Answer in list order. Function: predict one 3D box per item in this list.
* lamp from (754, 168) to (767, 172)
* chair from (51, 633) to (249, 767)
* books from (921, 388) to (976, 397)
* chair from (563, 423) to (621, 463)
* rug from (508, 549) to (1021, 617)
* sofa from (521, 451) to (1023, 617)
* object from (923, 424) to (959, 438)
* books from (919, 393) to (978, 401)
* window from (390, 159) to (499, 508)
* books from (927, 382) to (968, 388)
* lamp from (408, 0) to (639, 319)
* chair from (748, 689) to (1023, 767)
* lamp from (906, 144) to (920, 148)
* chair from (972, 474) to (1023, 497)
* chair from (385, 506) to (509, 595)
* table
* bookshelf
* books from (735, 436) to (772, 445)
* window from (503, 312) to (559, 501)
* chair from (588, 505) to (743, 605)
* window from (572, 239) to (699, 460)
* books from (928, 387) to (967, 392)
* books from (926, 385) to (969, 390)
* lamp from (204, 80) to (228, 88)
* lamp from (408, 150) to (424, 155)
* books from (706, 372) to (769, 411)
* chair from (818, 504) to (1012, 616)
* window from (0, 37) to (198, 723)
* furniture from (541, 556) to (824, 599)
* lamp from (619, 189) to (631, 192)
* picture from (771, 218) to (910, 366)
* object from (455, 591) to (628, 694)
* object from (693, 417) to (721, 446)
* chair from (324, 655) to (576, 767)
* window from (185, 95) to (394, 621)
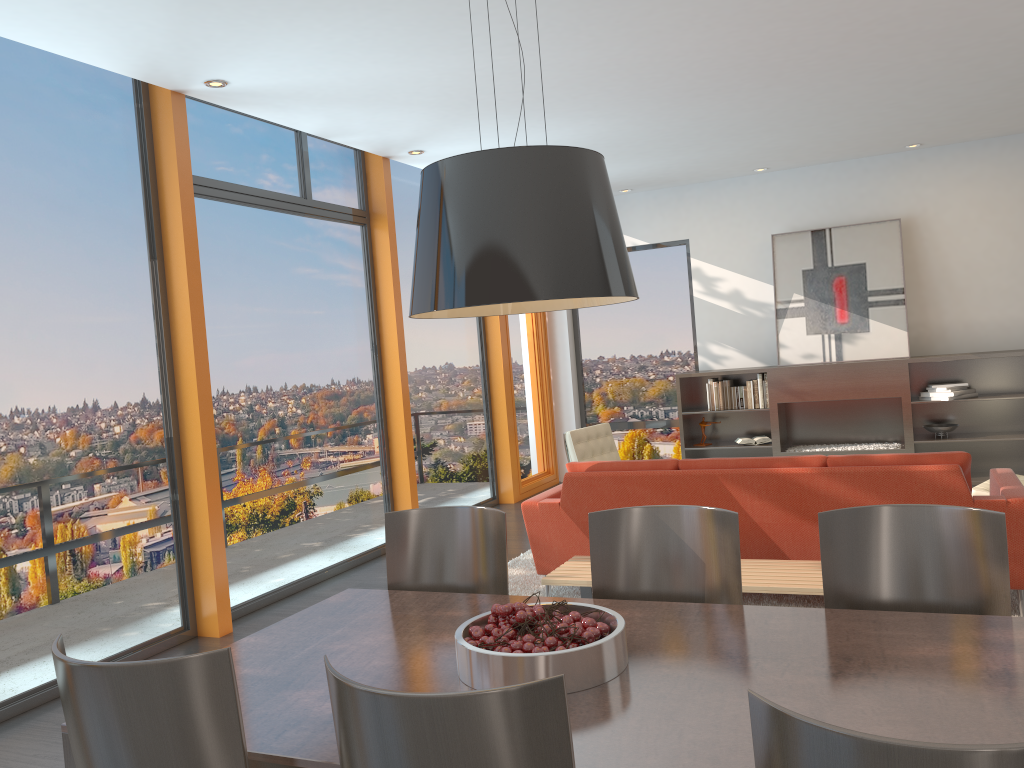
[{"bbox_3d":[2.497,-2.152,8.909,0.129,0.010,0.129,-5,2,-21],"label":"lamp"},{"bbox_3d":[-0.656,0.998,1.991,0.548,0.967,0.614,-4,2,24],"label":"chair"},{"bbox_3d":[3.991,0.079,8.118,0.398,0.038,0.314,-6,2,-36],"label":"books"},{"bbox_3d":[0.896,0.757,7.385,0.707,0.817,0.700,-4,2,34],"label":"chair"},{"bbox_3d":[1.952,1.133,6.054,3.771,0.043,2.985,-4,2,24],"label":"rug"},{"bbox_3d":[1.440,0.785,5.061,2.596,0.852,1.038,-4,2,24],"label":"sofa"},{"bbox_3d":[3.948,0.440,8.157,0.309,0.117,0.309,-6,2,-32],"label":"object"},{"bbox_3d":[3.994,0.117,8.119,0.398,0.038,0.314,-6,2,-26],"label":"books"},{"bbox_3d":[-0.671,-0.396,8.112,0.070,3.345,1.844,-4,2,24],"label":"window"},{"bbox_3d":[3.985,0.011,8.116,0.300,0.020,0.210,-4,2,14],"label":"books"},{"bbox_3d":[-0.035,-0.973,2.168,0.567,1.580,0.567,-6,2,-36],"label":"lamp"},{"bbox_3d":[0.674,0.910,1.388,0.548,0.967,0.614,-4,2,24],"label":"chair"},{"bbox_3d":[3.767,-2.236,8.332,0.129,0.010,0.129,-5,2,-21],"label":"lamp"},{"bbox_3d":[3.363,0.617,5.580,0.707,0.817,0.700,-3,2,44],"label":"chair"},{"bbox_3d":[-0.267,0.936,2.910,0.548,0.967,0.614,-4,2,24],"label":"chair"},{"bbox_3d":[0.188,1.078,2.179,2.151,0.764,1.172,-4,2,24],"label":"table"},{"bbox_3d":[3.348,0.362,8.512,3.386,1.163,0.570,-4,2,24],"label":"bookshelf"},{"bbox_3d":[2.413,0.567,8.860,0.336,0.064,0.234,-4,2,4],"label":"books"},{"bbox_3d":[0.075,-0.503,9.540,0.211,3.345,1.157,-4,2,24],"label":"window"},{"bbox_3d":[0.428,0.891,2.595,0.548,0.967,0.614,-4,2,24],"label":"chair"},{"bbox_3d":[1.358,-0.614,9.868,1.409,3.339,0.065,-4,2,24],"label":"window"},{"bbox_3d":[3.988,0.051,8.117,0.300,0.020,0.210,-6,2,-36],"label":"books"},{"bbox_3d":[3.987,0.031,8.117,0.300,0.020,0.210,-6,2,-26],"label":"books"},{"bbox_3d":[-1.666,-1.687,4.986,0.129,0.010,0.129,-5,2,-21],"label":"lamp"},{"bbox_3d":[-0.759,-1.826,7.002,0.129,0.010,0.129,-5,2,-21],"label":"lamp"},{"bbox_3d":[2.280,0.073,8.869,0.592,0.339,0.324,-4,2,24],"label":"books"},{"bbox_3d":[1.063,0.849,2.307,0.548,0.967,0.614,-4,2,24],"label":"chair"},{"bbox_3d":[-2.599,-0.099,3.826,0.070,3.345,2.925,-4,2,24],"label":"window"},{"bbox_3d":[1.171,1.081,4.268,2.005,0.357,0.493,-4,2,24],"label":"furniture"},{"bbox_3d":[1.213,-2.067,9.492,0.129,0.010,0.129,-5,2,-21],"label":"lamp"},{"bbox_3d":[3.189,-0.881,8.672,1.208,1.338,0.269,-4,2,24],"label":"picture"},{"bbox_3d":[0.071,0.625,2.222,0.427,0.154,0.427,-5,2,-22],"label":"object"},{"bbox_3d":[1.988,0.482,9.084,0.245,0.290,0.201,-3,2,44],"label":"object"},{"bbox_3d":[-0.022,0.956,1.703,0.548,0.967,0.614,-4,2,24],"label":"chair"},{"bbox_3d":[-1.525,-0.265,6.214,0.070,3.345,2.105,-4,2,24],"label":"window"}]
